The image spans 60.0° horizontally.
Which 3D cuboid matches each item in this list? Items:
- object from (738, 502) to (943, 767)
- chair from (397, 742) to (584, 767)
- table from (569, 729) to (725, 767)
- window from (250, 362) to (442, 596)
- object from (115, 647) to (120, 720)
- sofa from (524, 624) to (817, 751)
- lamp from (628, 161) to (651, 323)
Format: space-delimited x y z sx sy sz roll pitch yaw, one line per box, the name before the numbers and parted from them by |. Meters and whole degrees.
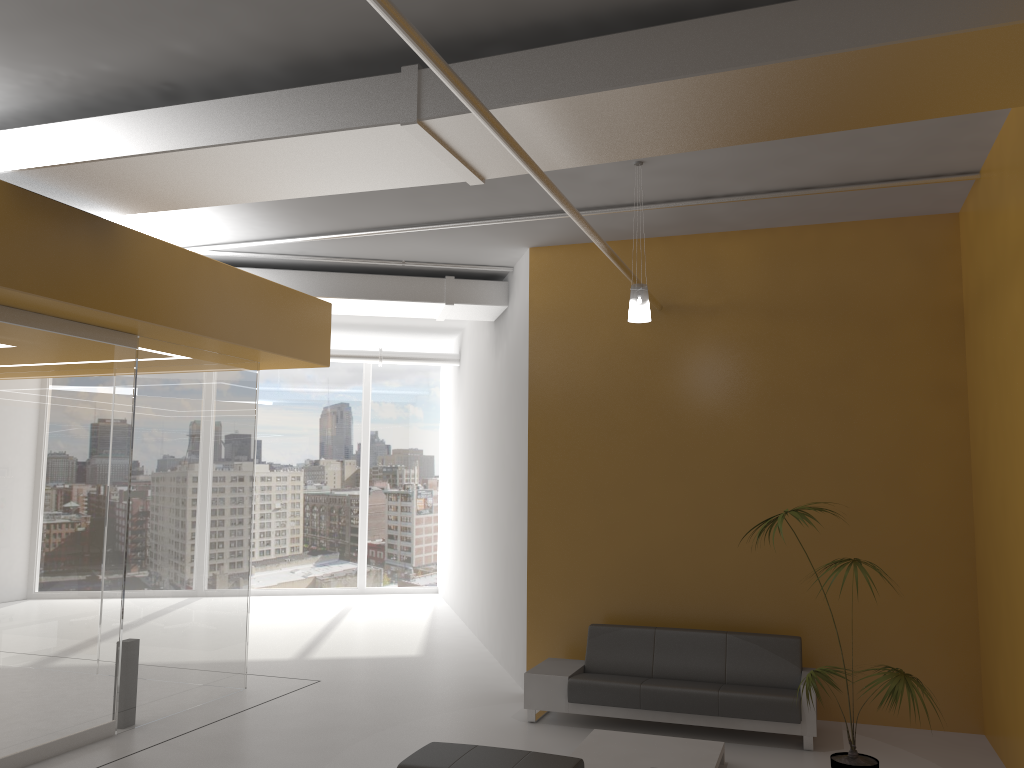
object | 2.030 1.730 5.583 0.912 1.956 1.222 4 -7 -30
chair | -0.124 2.449 5.285 1.012 0.423 0.575 -2 -7 19
table | 0.953 2.711 6.314 1.000 0.150 1.000 -2 -7 19
window | -4.156 1.602 16.349 8.533 4.498 0.100 2 -7 -11
object | -3.276 2.525 7.493 0.124 0.706 0.152 -1 -7 14
sofa | 1.360 2.559 7.665 2.400 0.761 0.860 -2 -7 19
lamp | 0.960 -1.081 6.709 0.174 1.227 0.174 4 -7 -29
